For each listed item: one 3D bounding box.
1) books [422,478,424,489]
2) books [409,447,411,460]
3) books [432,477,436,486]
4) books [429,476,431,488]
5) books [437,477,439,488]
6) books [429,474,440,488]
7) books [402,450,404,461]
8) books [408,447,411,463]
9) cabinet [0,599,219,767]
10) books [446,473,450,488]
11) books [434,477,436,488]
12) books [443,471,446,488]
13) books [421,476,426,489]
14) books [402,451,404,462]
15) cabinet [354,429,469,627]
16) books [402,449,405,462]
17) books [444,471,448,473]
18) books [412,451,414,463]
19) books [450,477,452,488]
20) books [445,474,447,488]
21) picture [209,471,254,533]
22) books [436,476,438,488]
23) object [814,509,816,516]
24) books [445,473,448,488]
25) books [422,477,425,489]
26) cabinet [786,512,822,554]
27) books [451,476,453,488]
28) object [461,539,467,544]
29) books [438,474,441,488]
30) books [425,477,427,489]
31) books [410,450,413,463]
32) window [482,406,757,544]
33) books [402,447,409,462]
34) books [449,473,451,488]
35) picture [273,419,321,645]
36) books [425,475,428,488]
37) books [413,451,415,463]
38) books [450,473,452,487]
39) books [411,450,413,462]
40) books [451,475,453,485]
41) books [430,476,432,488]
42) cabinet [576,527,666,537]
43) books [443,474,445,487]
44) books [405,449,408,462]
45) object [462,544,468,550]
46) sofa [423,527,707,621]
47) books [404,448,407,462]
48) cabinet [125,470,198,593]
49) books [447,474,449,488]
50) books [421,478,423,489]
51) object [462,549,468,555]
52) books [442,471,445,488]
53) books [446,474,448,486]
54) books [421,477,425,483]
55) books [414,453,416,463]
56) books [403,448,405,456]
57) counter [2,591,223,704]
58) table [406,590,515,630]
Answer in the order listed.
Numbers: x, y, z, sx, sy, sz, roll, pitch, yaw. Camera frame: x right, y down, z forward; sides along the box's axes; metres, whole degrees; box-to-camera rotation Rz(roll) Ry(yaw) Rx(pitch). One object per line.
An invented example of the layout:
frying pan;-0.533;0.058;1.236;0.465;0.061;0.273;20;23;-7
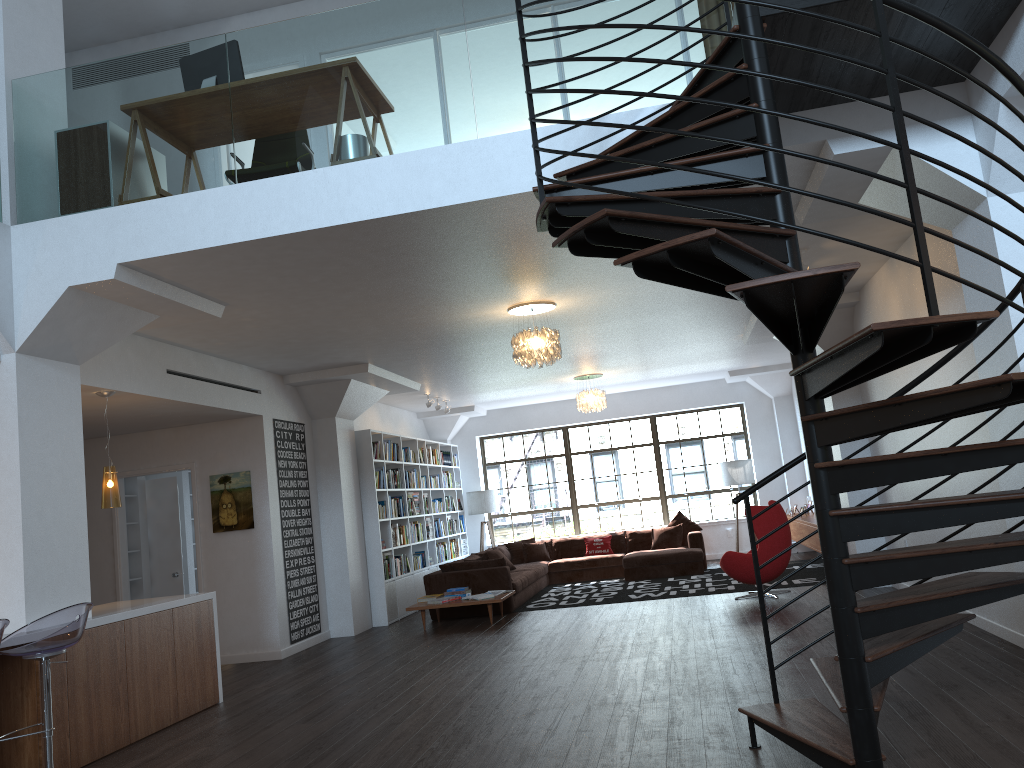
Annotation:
books;-1.378;1.491;13.262;0.107;0.167;0.017;-8;-8;10
books;-1.536;1.038;12.819;0.140;0.231;0.042;-8;-8;10
books;-1.267;1.565;13.964;0.134;0.184;0.030;-8;-8;10
books;-1.322;1.517;13.628;0.127;0.200;0.020;-8;-8;10
books;-1.236;1.577;14.103;0.139;0.191;0.036;-8;-8;10
books;-1.235;1.562;14.146;0.140;0.231;0.042;-8;-8;10
books;-1.589;1.023;12.469;0.128;0.178;0.021;-8;-8;10
books;-1.548;1.035;12.772;0.158;0.226;0.052;-8;-8;10
cabinet;-3.190;1.913;4.894;0.898;0.796;4.493;-8;-8;10
books;-1.124;1.613;14.690;0.183;0.253;0.034;-8;-8;9
books;-1.270;1.565;13.939;0.128;0.178;0.022;-8;-8;10
books;-1.177;1.569;14.461;0.176;0.290;0.053;-8;-8;9
books;-1.371;1.493;13.369;0.139;0.191;0.036;-8;-8;10
books;-1.593;1.023;12.442;0.126;0.173;0.032;-8;-8;10
cabinet;-1.454;2.036;13.188;0.461;2.414;4.500;-8;-8;10
books;-1.587;1.020;12.498;0.139;0.191;0.036;-8;-8;10
books;-1.129;1.600;14.728;0.176;0.290;0.036;-8;-8;9
books;-1.501;1.079;12.946;0.128;0.178;0.022;-8;-8;10
books;-1.100;1.646;14.837;0.161;0.223;0.027;-8;-8;9
books;-1.166;1.592;14.501;0.183;0.253;0.034;-8;-8;9
picture;-2.927;1.231;9.262;0.450;0.600;0.030;-8;-8;10
books;-1.246;1.570;14.064;0.136;0.196;0.045;-8;-8;10
object;4.423;1.847;12.820;0.089;0.110;0.089;-1;-9;-35
books;-1.156;1.595;14.533;0.183;0.253;0.034;-8;-8;9
books;-1.378;1.495;13.312;0.126;0.173;0.032;-8;-8;10
cabinet;4.208;2.010;12.126;0.459;0.350;4.501;-8;-8;10
books;-1.096;1.646;14.906;0.174;0.240;0.045;-8;-8;9
object;-0.967;2.701;15.085;0.316;0.088;0.410;-8;-8;10
books;-1.229;1.570;14.194;0.158;0.226;0.052;-8;-8;10
books;-1.371;1.492;13.402;0.146;0.202;0.027;-8;-8;10
books;-1.522;1.062;12.855;0.139;0.191;0.036;-8;-8;10
window;1.818;1.621;15.629;4.648;1.905;0.114;-8;-8;10
books;-1.552;1.027;12.723;0.140;0.231;0.042;-8;-8;10
books;-1.117;1.621;14.773;0.180;0.259;0.060;-8;-8;9
picture;-2.358;1.587;9.779;0.021;2.380;0.800;-8;-8;10
books;-1.358;1.494;13.427;0.146;0.202;0.027;-8;-8;10
books;-1.501;1.082;12.995;0.134;0.184;0.030;-8;-8;10
books;-1.104;1.635;14.869;0.183;0.253;0.034;-8;-8;9
books;-1.517;1.064;12.896;0.136;0.196;0.045;-8;-8;10
books;-1.078;1.657;14.938;0.161;0.223;0.026;-8;-8;9
books;-1.315;1.519;13.654;0.146;0.202;0.027;-8;-8;10
cabinet;1.863;2.803;14.927;1.520;0.625;0.350;-8;-8;10
books;-1.180;1.581;14.394;0.160;0.250;0.026;-8;-8;9
books;-1.562;1.031;12.638;0.146;0.202;0.027;-8;-8;10
object;-0.950;2.786;15.072;0.331;0.088;0.410;-8;-8;10
sofa;1.001;2.557;12.557;3.481;0.664;4.197;-8;-8;10
books;-1.573;1.021;12.557;0.146;0.202;0.027;-8;-8;10
cabinet;-4.332;1.772;10.980;0.527;2.991;2.630;-8;-8;10
books;-1.141;1.617;14.653;0.174;0.240;0.045;-8;-8;9
books;-1.394;1.487;13.213;0.120;0.167;0.020;-8;-8;10
object;-0.940;2.873;15.060;0.331;0.088;0.410;-8;-8;10
books;-1.204;1.561;14.354;0.198;0.284;0.066;-8;-8;9
books;-1.150;1.604;14.577;0.171;0.246;0.057;-8;-8;9
books;-1.374;1.495;13.339;0.128;0.178;0.021;-8;-8;10
books;-1.472;1.102;13.051;0.110;0.153;0.019;-8;-8;10
books;-1.586;1.020;12.532;0.146;0.202;0.027;-8;-8;10
counter;-2.598;1.585;3.156;3.039;0.860;8.182;-4;-8;-19
table;-0.563;2.620;10.246;1.100;0.271;0.853;-8;-8;10
